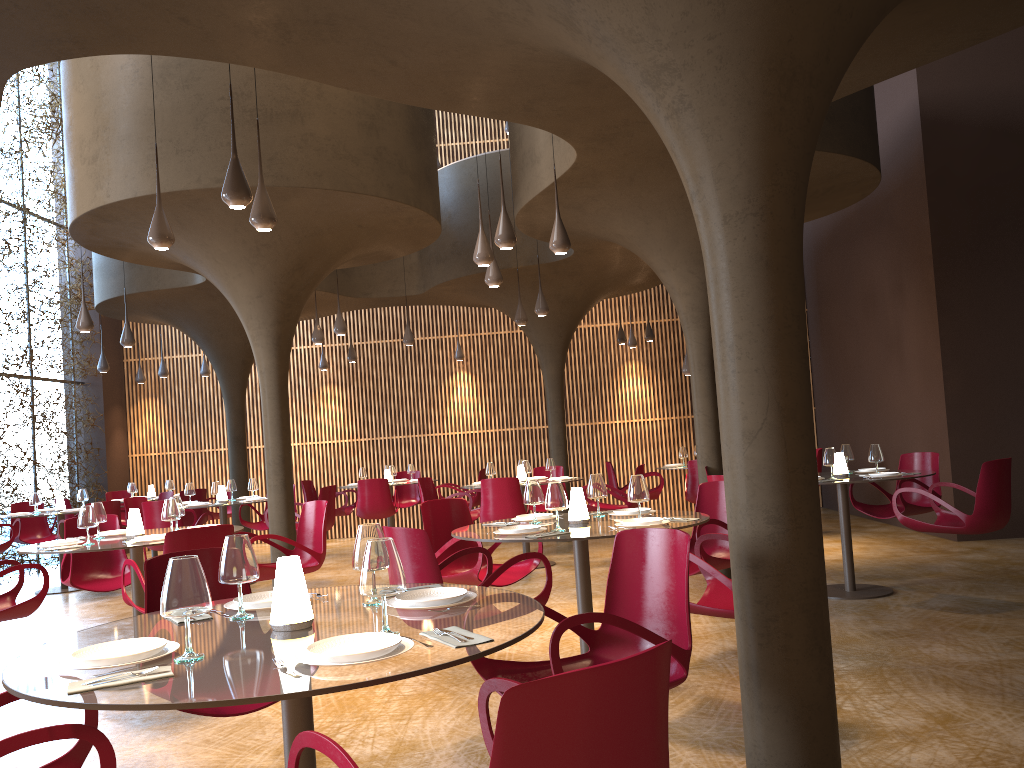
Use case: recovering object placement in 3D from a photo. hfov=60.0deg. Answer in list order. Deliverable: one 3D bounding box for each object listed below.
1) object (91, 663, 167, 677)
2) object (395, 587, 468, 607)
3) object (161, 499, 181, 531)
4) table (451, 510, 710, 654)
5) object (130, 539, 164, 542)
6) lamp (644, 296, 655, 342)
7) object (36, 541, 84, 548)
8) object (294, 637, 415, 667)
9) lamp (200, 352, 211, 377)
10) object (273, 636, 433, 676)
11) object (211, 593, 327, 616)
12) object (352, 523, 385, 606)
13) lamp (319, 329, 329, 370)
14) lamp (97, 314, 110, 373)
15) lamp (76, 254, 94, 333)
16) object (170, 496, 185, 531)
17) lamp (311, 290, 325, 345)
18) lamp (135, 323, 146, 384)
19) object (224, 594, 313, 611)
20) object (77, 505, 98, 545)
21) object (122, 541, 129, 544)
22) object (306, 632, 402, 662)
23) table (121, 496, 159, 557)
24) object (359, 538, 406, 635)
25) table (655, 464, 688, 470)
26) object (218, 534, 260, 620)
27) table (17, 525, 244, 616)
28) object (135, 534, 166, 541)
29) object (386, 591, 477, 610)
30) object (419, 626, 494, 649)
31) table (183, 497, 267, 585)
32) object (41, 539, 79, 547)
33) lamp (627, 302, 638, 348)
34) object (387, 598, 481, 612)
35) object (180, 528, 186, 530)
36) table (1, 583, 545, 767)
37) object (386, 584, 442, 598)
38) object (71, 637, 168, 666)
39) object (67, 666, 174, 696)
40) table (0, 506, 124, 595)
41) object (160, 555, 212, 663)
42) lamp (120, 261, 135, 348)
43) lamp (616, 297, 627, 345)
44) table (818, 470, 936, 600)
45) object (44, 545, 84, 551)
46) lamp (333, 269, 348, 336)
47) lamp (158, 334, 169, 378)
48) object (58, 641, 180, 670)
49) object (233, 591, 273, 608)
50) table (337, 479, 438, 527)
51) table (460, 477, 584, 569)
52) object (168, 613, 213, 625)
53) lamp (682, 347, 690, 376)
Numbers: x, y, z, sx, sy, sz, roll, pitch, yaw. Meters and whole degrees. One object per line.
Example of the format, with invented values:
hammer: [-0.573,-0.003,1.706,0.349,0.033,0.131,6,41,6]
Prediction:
object: [-1.165,0.809,2.638,0.204,0.012,0.411,-2,-4,-32]
object: [-0.291,0.775,3.213,0.263,0.029,0.263,-4,-4,-5]
object: [-2.678,1.052,6.965,0.142,0.295,0.142,-2,-3,-41]
table: [0.478,1.472,5.779,1.671,1.129,1.675,-2,-4,-37]
object: [-2.722,1.178,6.733,0.332,0.014,0.332,-5,-4,22]
lamp: [2.283,-3.902,16.202,0.196,6.270,0.196,-5,-2,18]
object: [-3.468,1.234,6.811,0.331,0.014,0.332,-1,-4,-34]
object: [-0.438,0.747,2.475,0.332,0.014,0.332,-5,-4,9]
lamp: [-6.068,-3.271,17.037,0.196,6.270,0.196,-3,-2,-12]
object: [-0.441,0.749,2.472,0.410,0.012,0.205,-2,-4,-34]
object: [-0.935,0.844,3.427,0.410,0.012,0.205,-1,-5,-38]
object: [-0.521,0.668,3.291,0.142,0.295,0.142,-3,-2,-14]
lamp: [-3.894,-3.395,17.448,0.196,6.270,0.196,-5,-2,27]
lamp: [-7.131,-3.320,15.129,0.196,6.270,0.196,-5,-2,28]
lamp: [-5.266,-3.738,10.607,0.196,6.270,0.196,-2,-3,-43]
object: [-2.811,1.091,7.419,0.142,0.295,0.142,-5,-3,16]
lamp: [-3.091,-3.717,13.283,0.196,6.270,0.196,-6,-3,38]
lamp: [-7.540,-3.133,17.606,0.196,6.270,0.196,-5,-2,28]
object: [-0.938,0.843,3.424,0.332,0.014,0.332,-5,-4,21]
object: [-3.248,1.080,6.784,0.142,0.295,0.142,-4,-2,-2]
object: [-2.726,1.179,6.730,0.410,0.012,0.205,-2,-4,-33]
object: [-0.439,0.738,2.475,0.263,0.029,0.263,-4,-4,-7]
table: [-6.233,2.553,15.414,1.675,1.129,1.671,-7,-4,44]
object: [-0.394,0.622,2.707,0.142,0.295,0.142,-4,-2,-8]
table: [3.064,1.789,13.503,1.673,1.129,1.673,-5,-3,22]
object: [-0.985,0.694,3.199,0.142,0.295,0.142,-4,-2,10]
table: [-2.994,1.798,7.122,1.671,1.129,1.675,-2,-4,-34]
object: [-2.723,1.168,6.733,0.263,0.029,0.263,-2,-4,-32]
object: [-0.291,0.784,3.212,0.332,0.014,0.332,-6,-4,34]
object: [-0.166,0.744,2.606,0.126,0.017,0.262,-2,-4,-29]
table: [-3.925,2.183,12.127,1.673,1.129,1.673,-5,-3,22]
object: [-3.469,1.225,6.811,0.263,0.029,0.263,-2,-4,-25]
lamp: [2.112,-3.825,17.213,0.196,6.270,0.196,-5,-2,27]
object: [-0.288,0.785,3.208,0.204,0.012,0.411,-2,-4,-28]
object: [-2.742,1.245,7.645,0.262,0.017,0.126,-1,-5,-39]
table: [-0.689,1.370,2.917,1.671,1.129,1.675,-2,-4,-29]
object: [-0.395,0.817,3.495,0.262,0.017,0.127,-2,-4,-24]
object: [-1.163,0.798,2.634,0.263,0.029,0.263,-6,-4,30]
object: [-1.039,0.789,2.358,0.262,0.017,0.127,-2,-4,-28]
table: [-6.473,2.400,12.770,1.675,1.129,1.671,-7,-4,44]
object: [-0.947,0.652,2.580,0.142,0.295,0.142,-5,-3,16]
lamp: [-5.442,-3.626,12.181,0.196,6.270,0.196,-2,-3,-43]
lamp: [1.805,-3.856,16.402,0.196,6.270,0.196,-5,-2,18]
table: [3.253,1.464,8.635,1.671,1.129,1.675,-2,-4,-30]
object: [-3.313,1.214,6.552,0.262,0.017,0.126,-1,-4,-35]
lamp: [-2.600,-3.804,12.457,0.196,6.270,0.196,-6,-3,38]
lamp: [-6.733,-3.247,16.695,0.196,6.270,0.196,-5,-2,28]
object: [-1.163,0.808,2.634,0.331,0.014,0.332,-3,-4,-15]
object: [-0.939,0.833,3.424,0.263,0.029,0.263,-2,-4,-27]
table: [-2.040,2.227,14.842,1.673,1.129,1.673,-5,-3,12]
table: [0.172,1.890,11.975,1.673,1.129,1.673,-5,-3,22]
object: [-1.200,0.858,3.272,0.126,0.017,0.262,-2,-4,-34]
lamp: [2.309,-3.249,12.753,0.196,6.270,0.196,-2,-3,-43]
